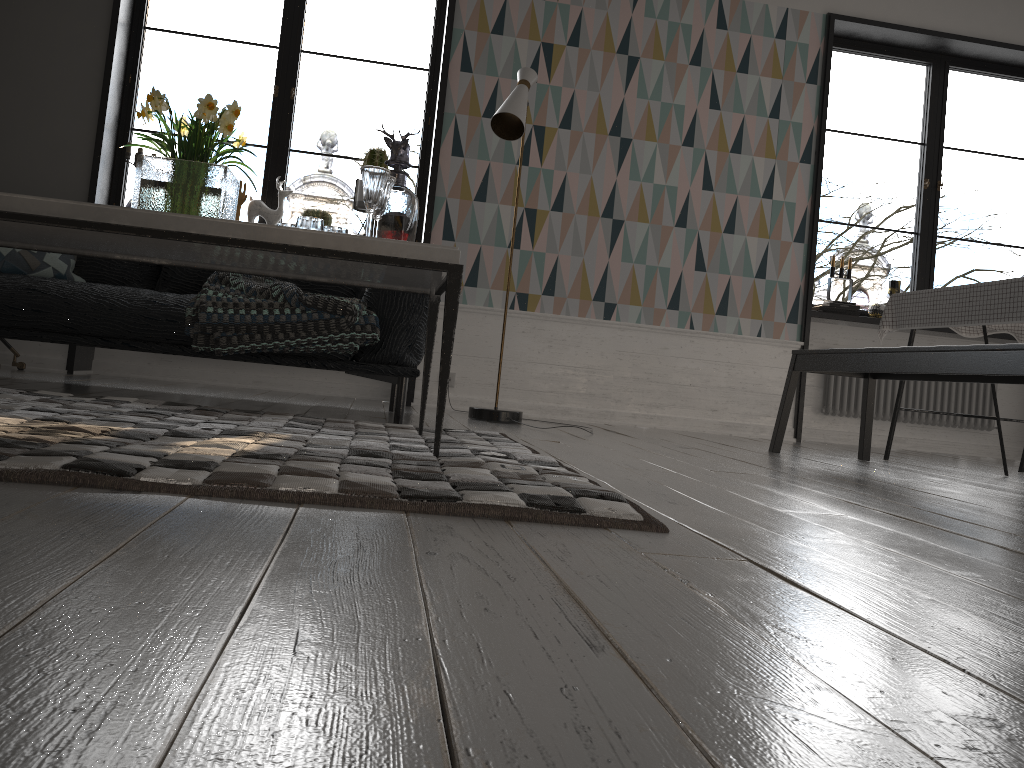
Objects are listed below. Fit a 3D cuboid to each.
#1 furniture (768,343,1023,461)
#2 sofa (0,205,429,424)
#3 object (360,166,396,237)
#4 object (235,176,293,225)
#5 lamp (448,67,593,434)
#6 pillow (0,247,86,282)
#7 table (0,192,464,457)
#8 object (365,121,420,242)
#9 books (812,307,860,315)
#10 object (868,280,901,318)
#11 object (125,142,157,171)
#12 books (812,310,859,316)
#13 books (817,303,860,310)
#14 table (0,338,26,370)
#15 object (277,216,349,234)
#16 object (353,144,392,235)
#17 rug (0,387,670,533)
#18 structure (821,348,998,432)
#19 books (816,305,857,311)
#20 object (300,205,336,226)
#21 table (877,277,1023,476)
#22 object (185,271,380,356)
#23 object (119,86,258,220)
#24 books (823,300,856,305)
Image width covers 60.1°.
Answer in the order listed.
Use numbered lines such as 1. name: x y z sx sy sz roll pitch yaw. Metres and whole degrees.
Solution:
1. furniture: 1.516 0.115 3.150 0.465 0.457 1.668 6 0 -9
2. sofa: -1.504 -0.351 3.579 2.337 0.800 0.969 6 -1 -9
3. object: -0.375 -0.461 2.403 0.082 0.228 0.167 6 -2 3
4. object: -1.261 -0.948 4.982 0.661 0.411 0.134 6 -3 -7
5. lamp: 0.107 -0.666 4.490 0.679 1.708 1.244 6 -2 -11
6. pillow: -2.089 -0.588 3.445 0.796 0.363 0.444 6 -1 -27
7. table: -0.904 -0.142 2.292 1.454 0.513 0.731 6 -1 -9
8. object: -0.346 -0.559 2.623 0.148 0.418 0.155 5 -3 11
9. books: 1.979 -0.449 5.471 0.271 0.019 0.183 6 1 -9
10. object: 2.324 -0.524 5.512 0.194 0.258 0.114 6 -3 1
11. object: -2.080 -1.073 4.853 0.162 0.492 0.144 4 -3 27
12. books: 1.977 -0.435 5.463 0.267 0.011 0.161 6 1 -6
13. books: 2.015 -0.477 5.467 0.198 0.022 0.162 6 0 -8
14. table: -2.799 -0.437 4.357 0.741 0.682 0.338 6 -3 -9
15. object: -0.531 -0.405 2.516 0.245 0.087 0.279 6 0 -31
16. object: -0.795 -1.040 5.000 0.234 0.673 0.229 8 -4 -38
17. rug: -1.125 0.079 2.089 2.523 0.034 1.768 6 1 -9
18. structure: 2.564 0.041 5.673 1.221 0.430 0.148 6 -3 -10
19. books: 1.990 -0.463 5.469 0.216 0.011 0.174 6 1 -3
20. object: -1.120 -0.877 5.048 0.233 0.284 0.213 7 -2 -35
21. table: 2.303 0.026 3.306 0.930 0.786 2.024 6 0 -9
22. object: -0.866 -0.261 3.379 0.665 0.330 0.490 6 -1 -14
23. object: -0.859 -0.573 2.343 0.351 0.352 0.324 6 -2 -7
24. books: 2.022 -0.496 5.464 0.153 0.017 0.123 6 0 -7
